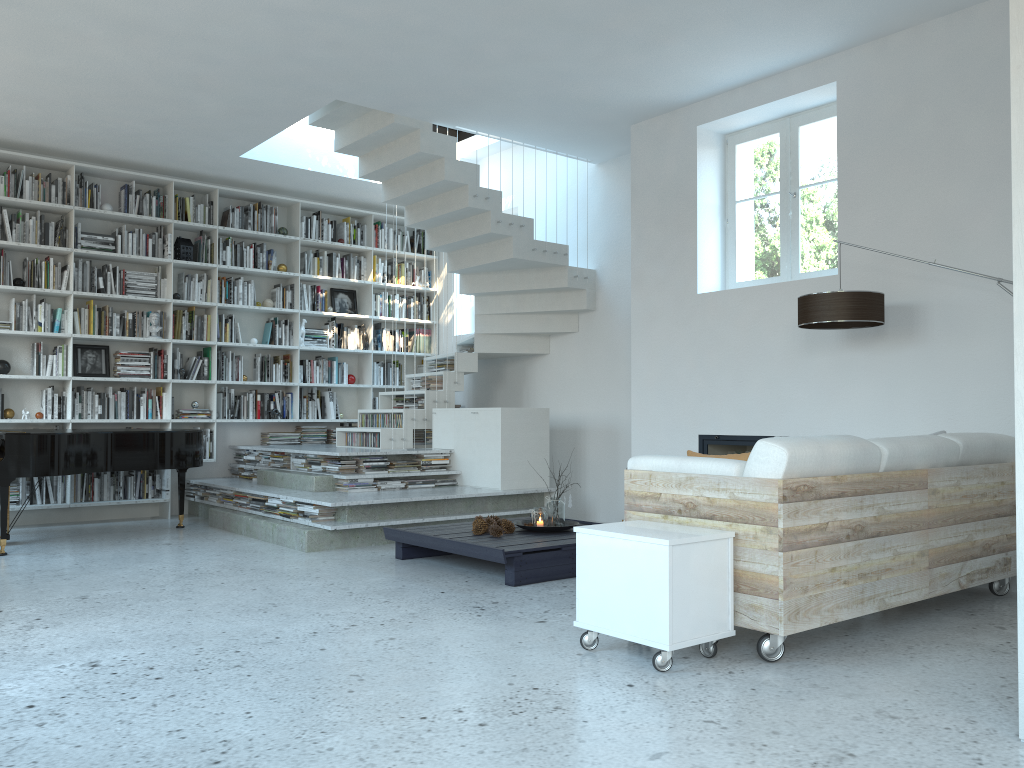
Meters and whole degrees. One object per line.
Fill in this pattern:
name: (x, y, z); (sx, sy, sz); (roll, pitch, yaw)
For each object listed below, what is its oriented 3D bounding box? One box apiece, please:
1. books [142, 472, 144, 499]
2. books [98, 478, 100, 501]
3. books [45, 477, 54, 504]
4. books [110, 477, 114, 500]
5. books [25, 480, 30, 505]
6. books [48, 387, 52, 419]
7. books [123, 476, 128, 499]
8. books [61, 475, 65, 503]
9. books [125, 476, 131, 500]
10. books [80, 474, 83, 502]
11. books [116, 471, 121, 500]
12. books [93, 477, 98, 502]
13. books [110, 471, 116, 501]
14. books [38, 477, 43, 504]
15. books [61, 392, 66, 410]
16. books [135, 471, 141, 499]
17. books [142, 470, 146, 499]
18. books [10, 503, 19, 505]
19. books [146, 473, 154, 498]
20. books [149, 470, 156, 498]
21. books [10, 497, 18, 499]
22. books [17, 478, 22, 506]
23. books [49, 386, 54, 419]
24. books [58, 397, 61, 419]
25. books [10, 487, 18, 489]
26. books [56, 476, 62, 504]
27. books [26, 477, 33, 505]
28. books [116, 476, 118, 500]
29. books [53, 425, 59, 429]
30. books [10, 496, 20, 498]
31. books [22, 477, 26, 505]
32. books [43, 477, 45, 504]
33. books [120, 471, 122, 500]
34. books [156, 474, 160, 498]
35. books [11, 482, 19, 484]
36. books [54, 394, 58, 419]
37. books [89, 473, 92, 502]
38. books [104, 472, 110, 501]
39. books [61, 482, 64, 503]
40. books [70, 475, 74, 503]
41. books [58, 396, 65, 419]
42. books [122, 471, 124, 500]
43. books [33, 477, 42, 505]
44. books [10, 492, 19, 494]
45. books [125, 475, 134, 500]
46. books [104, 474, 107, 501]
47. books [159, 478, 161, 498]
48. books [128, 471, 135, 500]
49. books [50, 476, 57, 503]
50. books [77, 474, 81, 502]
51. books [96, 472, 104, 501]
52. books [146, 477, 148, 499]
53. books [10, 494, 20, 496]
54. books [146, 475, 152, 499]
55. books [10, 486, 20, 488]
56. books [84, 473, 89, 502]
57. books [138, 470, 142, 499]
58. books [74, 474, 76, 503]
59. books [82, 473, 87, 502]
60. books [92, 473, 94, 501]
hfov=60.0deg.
books: (-3.413, 0.928, 8.136); (0.028, 0.238, 0.140); (1, -2, -39)
books: (-3.710, 0.940, 7.911); (0.030, 0.196, 0.143); (1, -2, -39)
books: (-4.007, 0.891, 7.650); (0.073, 0.275, 0.181); (1, -2, -39)
books: (-3.616, 0.939, 7.972); (0.024, 0.203, 0.144); (1, -2, -39)
books: (-4.133, 0.923, 7.543); (0.029, 0.202, 0.178); (1, -2, -39)
books: (-4.006, 0.168, 7.682); (0.010, 0.277, 0.155); (1, -2, -39)
books: (-3.529, 0.938, 8.053); (0.040, 0.212, 0.129); (1, -2, -39)
books: (-3.925, 0.913, 7.739); (0.021, 0.237, 0.115); (1, -2, -39)
books: (-3.489, 0.941, 8.044); (0.010, 0.206, 0.180); (1, -2, -39)
books: (-3.808, 0.866, 7.810); (0.012, 0.337, 0.144); (1, -2, -39)
books: (-3.563, 0.874, 7.994); (0.014, 0.335, 0.183); (1, -2, -39)
books: (-3.713, 0.934, 7.870); (0.028, 0.206, 0.175); (1, -2, -39)
books: (-3.593, 0.899, 7.975); (0.013, 0.285, 0.185); (1, -2, -39)
books: (-4.047, 0.911, 7.610); (0.011, 0.232, 0.174); (1, -2, -39)
books: (-3.932, 0.189, 7.767); (0.019, 0.242, 0.107); (1, -2, -39)
books: (-3.434, 0.920, 8.084); (0.044, 0.251, 0.187); (1, -2, -39)
books: (-3.389, 0.919, 8.137); (0.011, 0.258, 0.171); (1, -2, -39)
books: (-4.305, 1.009, 7.422); (0.285, 0.007, 0.159); (2, -3, -39)
books: (-3.345, 0.936, 8.186); (0.028, 0.227, 0.162); (1, -2, -39)
books: (-3.324, 0.922, 8.193); (0.013, 0.256, 0.176); (1, -2, -39)
books: (-4.298, 0.954, 7.417); (0.254, 0.007, 0.161); (2, -3, -43)
books: (-4.172, 0.896, 7.509); (0.012, 0.254, 0.161); (1, -2, -39)
books: (-3.995, 0.161, 7.687); (0.014, 0.290, 0.132); (1, -2, -39)
books: (-3.962, 0.211, 7.726); (0.031, 0.194, 0.142); (1, -2, -39)
books: (-4.299, 0.874, 7.417); (0.285, 0.005, 0.159); (2, -3, -43)
books: (-3.939, 0.900, 7.682); (0.024, 0.260, 0.189); (1, -2, -39)
books: (-4.118, 0.906, 7.571); (0.028, 0.238, 0.136); (1, -2, -39)
books: (-3.582, 0.935, 7.988); (0.022, 0.213, 0.167); (1, -2, -39)
books: (-3.957, 0.520, 7.694); (0.013, 0.320, 0.173); (1, -2, -39)
books: (-4.297, 0.947, 7.417); (0.285, 0.007, 0.159); (2, -3, -43)
books: (-4.164, 0.891, 7.535); (0.031, 0.265, 0.144); (1, -2, -39)
books: (-4.033, 0.890, 7.612); (0.012, 0.274, 0.180); (1, -2, -39)
books: (-3.553, 0.898, 8.003); (0.014, 0.288, 0.184); (1, -2, -39)
books: (-3.304, 0.941, 8.200); (0.029, 0.217, 0.191); (1, -2, -39)
books: (-4.295, 0.830, 7.418); (0.285, 0.005, 0.159); (2, -3, -34)
books: (-3.973, 0.196, 7.692); (0.029, 0.221, 0.153); (1, -2, -39)
books: (-3.753, 0.899, 7.869); (0.012, 0.276, 0.154); (1, -2, -39)
books: (-3.638, 0.910, 7.958); (0.028, 0.261, 0.132); (1, -2, -39)
books: (-3.931, 0.941, 7.709); (0.024, 0.179, 0.171); (1, -2, -39)
books: (-3.865, 0.904, 7.751); (0.026, 0.256, 0.183); (1, -2, -39)
books: (-3.932, 0.208, 7.733); (0.024, 0.201, 0.158); (1, -2, -39)
books: (-3.548, 0.912, 8.027); (0.024, 0.262, 0.131); (1, -2, -39)
books: (-4.077, 0.900, 7.590); (0.062, 0.253, 0.177); (1, -2, -39)
books: (-4.303, 0.913, 7.425); (0.285, 0.007, 0.159); (2, -3, -39)
books: (-3.477, 0.940, 8.060); (0.029, 0.210, 0.170); (1, -2, -39)
books: (-3.661, 0.923, 7.940); (0.030, 0.234, 0.138); (1, -2, -39)
books: (-3.291, 0.960, 8.226); (0.023, 0.182, 0.148); (1, -2, -39)
books: (-3.462, 0.899, 8.075); (0.011, 0.292, 0.184); (1, -2, -39)
books: (-3.977, 0.901, 7.691); (0.025, 0.259, 0.132); (1, -2, -39)
books: (-3.829, 0.903, 7.806); (0.025, 0.263, 0.145); (1, -2, -39)
books: (-3.681, 0.892, 7.921); (0.026, 0.294, 0.155); (1, -2, -39)
books: (-3.381, 0.953, 8.155); (0.024, 0.191, 0.155); (1, -2, -39)
books: (-4.296, 0.933, 7.415); (0.285, 0.007, 0.159); (2, -3, -44)
books: (-3.357, 0.946, 8.161); (0.022, 0.205, 0.191); (1, -2, -39)
books: (-4.298, 0.863, 7.421); (0.285, 0.005, 0.159); (2, -3, -42)
books: (-3.775, 0.913, 7.850); (0.022, 0.247, 0.144); (1, -2, -39)
books: (-3.414, 0.888, 8.106); (0.013, 0.317, 0.186); (1, -2, -39)
books: (-3.850, 0.883, 7.765); (0.014, 0.300, 0.184); (1, -2, -39)
books: (-3.791, 0.880, 7.825); (0.034, 0.311, 0.170); (1, -2, -39)
books: (-3.744, 0.910, 7.877); (0.012, 0.255, 0.150); (1, -2, -39)
